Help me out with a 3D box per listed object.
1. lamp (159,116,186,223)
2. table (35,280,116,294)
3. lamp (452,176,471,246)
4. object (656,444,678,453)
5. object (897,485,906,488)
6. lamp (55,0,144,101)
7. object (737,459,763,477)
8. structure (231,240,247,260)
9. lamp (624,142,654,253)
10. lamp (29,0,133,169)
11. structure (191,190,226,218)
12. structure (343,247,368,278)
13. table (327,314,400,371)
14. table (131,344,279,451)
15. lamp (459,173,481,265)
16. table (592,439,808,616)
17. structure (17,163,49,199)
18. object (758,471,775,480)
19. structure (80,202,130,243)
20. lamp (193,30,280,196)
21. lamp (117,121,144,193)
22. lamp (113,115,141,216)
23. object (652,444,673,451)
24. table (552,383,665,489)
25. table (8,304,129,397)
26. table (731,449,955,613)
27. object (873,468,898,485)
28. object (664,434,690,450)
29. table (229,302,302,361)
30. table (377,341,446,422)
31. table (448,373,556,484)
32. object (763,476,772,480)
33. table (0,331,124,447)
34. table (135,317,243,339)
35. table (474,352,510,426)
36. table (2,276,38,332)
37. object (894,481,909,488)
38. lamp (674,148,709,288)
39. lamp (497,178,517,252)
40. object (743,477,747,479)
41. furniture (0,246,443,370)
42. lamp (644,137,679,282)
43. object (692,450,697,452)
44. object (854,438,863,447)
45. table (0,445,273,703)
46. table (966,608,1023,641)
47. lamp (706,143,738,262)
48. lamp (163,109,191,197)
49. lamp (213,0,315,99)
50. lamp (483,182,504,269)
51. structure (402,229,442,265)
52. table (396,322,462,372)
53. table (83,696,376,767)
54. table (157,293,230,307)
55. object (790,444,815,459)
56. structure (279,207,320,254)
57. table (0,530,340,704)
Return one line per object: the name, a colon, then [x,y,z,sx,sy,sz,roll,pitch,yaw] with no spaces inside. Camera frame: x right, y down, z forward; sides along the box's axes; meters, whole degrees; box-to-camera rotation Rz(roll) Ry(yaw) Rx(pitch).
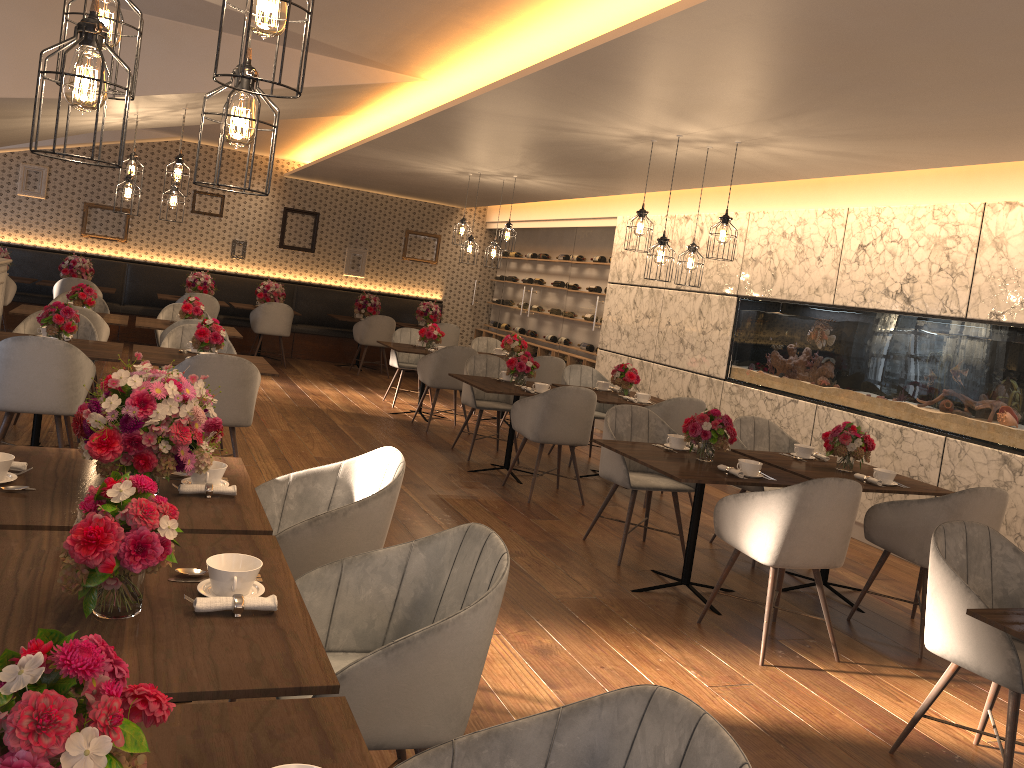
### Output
lamp: [-2.529,-2.296,6.892,0.174,2.065,0.176,7,3,-22]
table: [-5.705,-0.922,11.553,0.894,0.719,0.902,6,5,-23]
lamp: [-0.423,-2.542,9.666,0.174,2.065,0.176,7,3,-22]
object: [0.881,0.366,5.012,0.022,0.004,0.212,6,7,-23]
object: [2.107,0.550,4.936,0.022,0.004,0.212,6,7,-23]
lamp: [-0.872,-1.735,2.115,0.174,2.065,0.176,7,3,-22]
object: [1.212,0.432,4.520,0.148,0.072,0.148,10,6,19]
structure: [-4.053,-1.992,13.139,0.215,0.277,0.018,6,3,-23]
lamp: [1.024,-1.956,6.181,0.174,2.065,0.176,7,3,-22]
lamp: [-0.775,-1.493,1.823,0.174,2.065,0.176,7,3,-22]
structure: [-4.431,-2.625,12.913,0.448,0.344,0.016,6,3,-23]
structure: [-2.439,-1.893,13.816,0.339,0.439,0.035,6,3,-23]
table: [-2.241,-0.587,13.037,0.894,0.719,0.902,6,5,-23]
table: [-2.158,0.183,6.066,0.894,0.719,0.902,6,5,-23]
lamp: [-0.325,-2.300,9.374,0.174,2.065,0.176,7,3,-22]
table: [0.983,0.772,4.782,0.894,0.719,0.902,6,5,-23]
structure: [-6.504,-2.757,12.022,0.339,0.439,0.035,6,3,-23]
object: [1.304,0.467,4.583,0.042,0.015,0.198,5,7,-27]
structure: [-5.695,-2.262,12.415,0.599,0.484,0.032,6,3,-23]
lamp: [-0.526,-1.484,2.066,0.174,2.065,0.176,7,3,-22]
lamp: [-2.876,-2.547,6.941,0.174,2.065,0.176,7,3,-22]
lamp: [-2.778,-2.305,6.649,0.174,2.065,0.176,7,3,-22]
object: [0.847,0.356,5.004,0.042,0.015,0.198,5,7,-27]
table: [0.876,0.459,7.526,0.894,0.719,0.902,6,5,-23]
table: [-3.921,-0.261,7.827,0.894,0.719,0.902,6,5,-23]
table: [1.859,0.857,5.157,0.894,0.719,0.902,6,5,-23]
object: [2.051,0.513,4.879,0.148,0.072,0.148,10,6,19]
object: [0.947,0.335,5.065,0.148,0.072,0.148,10,6,19]
table: [-3.535,-0.712,12.483,0.894,0.719,0.902,6,5,-23]
table: [-0.946,-0.009,9.427,0.894,0.719,0.902,6,5,-23]
table: [0.000,0.374,7.150,0.894,0.719,0.902,6,5,-23]
object: [1.268,0.469,4.576,0.022,0.004,0.212,6,7,-23]
table: [-3.035,0.098,5.692,0.894,0.719,0.902,6,5,-23]
table: [-3.045,-0.176,8.202,0.894,0.719,0.902,6,5,-23]
table: [-0.069,0.076,9.803,0.894,0.719,0.902,6,5,-23]
table: [-6.581,-1.007,11.178,0.894,0.719,0.902,6,5,-23]
object: [2.143,0.548,4.943,0.042,0.015,0.198,5,7,-27]
lamp: [1.370,-1.705,6.133,0.174,2.065,0.176,7,3,-22]
lamp: [0.076,-2.431,9.306,0.174,2.065,0.176,7,3,-22]
object: [1.132,0.447,4.498,0.025,0.024,0.194,6,6,-23]
furniture: [-4.351,-1.046,12.803,7.071,1.078,0.544,6,4,-23]
lamp: [1.122,-1.714,5.889,0.174,2.065,0.176,7,3,-22]
object: [1.020,0.367,5.088,0.025,0.024,0.194,6,6,-23]
object: [1.961,0.331,5.070,0.048,0.052,0.077,4,7,-44]
table: [-1.310,0.663,2.769,0.894,0.719,0.902,6,5,-23]
table: [1.928,1.155,2.505,0.894,0.719,0.902,6,5,-23]
lamp: [1.523,-1.845,5.821,0.174,2.065,0.176,7,3,-22]
lamp: [-2.376,-2.436,6.581,0.174,2.065,0.176,7,3,-22]
lamp: [-0.373,-1.624,1.755,0.174,2.065,0.176,7,3,-22]
lamp: [-0.076,-2.291,9.618,0.174,2.065,0.176,7,3,-22]
structure: [-1.446,-2.192,14.198,0.599,0.484,0.032,6,3,-23]
table: [-1.365,-0.503,13.413,0.894,0.719,0.902,6,5,-23]
table: [-0.593,0.953,1.043,0.894,0.719,0.902,6,5,-23]
table: [-4.411,-0.797,12.108,0.894,0.719,0.902,6,5,-23]
object: [1.786,0.416,5.424,0.148,0.072,0.148,10,6,19]
structure: [-3.230,-2.333,13.445,0.542,0.630,0.035,6,3,-23]
table: [-0.951,0.808,1.906,0.894,0.719,0.902,6,5,-23]
